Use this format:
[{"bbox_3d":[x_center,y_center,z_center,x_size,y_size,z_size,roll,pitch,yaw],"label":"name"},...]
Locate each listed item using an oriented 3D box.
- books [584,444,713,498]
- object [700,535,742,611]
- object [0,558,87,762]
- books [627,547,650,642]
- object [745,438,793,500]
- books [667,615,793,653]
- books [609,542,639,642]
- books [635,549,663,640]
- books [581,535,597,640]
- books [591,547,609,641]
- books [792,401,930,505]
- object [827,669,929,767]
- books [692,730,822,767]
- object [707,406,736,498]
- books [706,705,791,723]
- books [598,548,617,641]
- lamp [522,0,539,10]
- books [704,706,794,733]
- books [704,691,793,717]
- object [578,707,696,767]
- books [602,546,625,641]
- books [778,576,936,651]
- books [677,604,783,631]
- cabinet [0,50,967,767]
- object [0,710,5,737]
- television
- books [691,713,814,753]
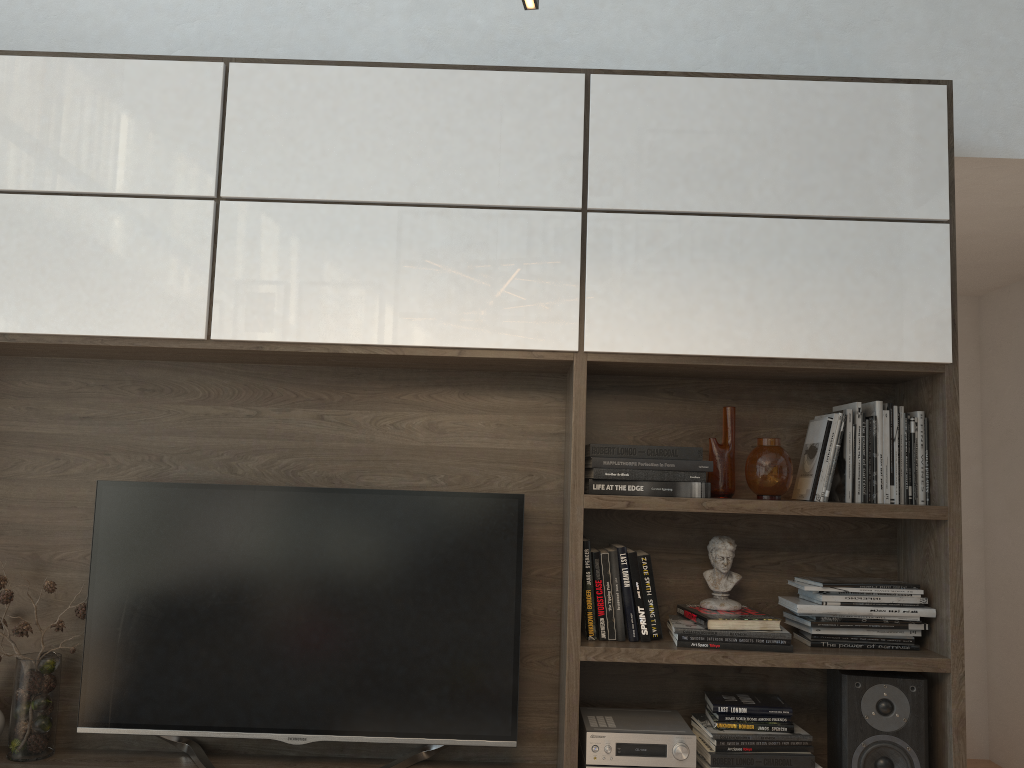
[{"bbox_3d":[0.369,0.249,2.534,0.343,0.137,0.277,2,-6,-5],"label":"books"},{"bbox_3d":[0.602,0.540,2.556,0.117,0.207,0.116,-3,-8,40],"label":"object"},{"bbox_3d":[-1.448,0.739,2.441,0.317,0.598,0.542,-2,-7,36],"label":"object"},{"bbox_3d":[0.344,0.587,2.495,0.066,0.242,0.177,2,-6,0],"label":"books"},{"bbox_3d":[0.722,0.239,2.491,0.130,0.171,0.130,-3,-8,39],"label":"object"},{"bbox_3d":[0.592,0.688,2.451,0.310,0.047,0.250,1,-6,5],"label":"books"},{"bbox_3d":[0.315,0.581,2.503,0.066,0.255,0.193,2,-6,0],"label":"books"},{"bbox_3d":[0.378,0.595,2.526,0.077,0.233,0.179,2,-6,0],"label":"books"},{"bbox_3d":[0.208,0.571,2.511,0.053,0.268,0.202,2,-6,0],"label":"books"},{"bbox_3d":[0.239,0.587,2.506,0.053,0.240,0.189,2,-6,0],"label":"books"},{"bbox_3d":[0.991,0.198,2.554,0.332,0.287,0.201,2,-6,0],"label":"books"},{"bbox_3d":[0.998,0.951,2.432,0.214,0.331,0.244,1,-6,10],"label":"object"},{"bbox_3d":[0.660,1.046,2.430,0.307,0.123,0.248,2,-6,-5],"label":"books"},{"bbox_3d":[0.610,0.197,2.582,0.082,0.265,0.081,-1,-6,21],"label":"object"},{"bbox_3d":[0.656,0.915,2.473,0.198,0.015,0.142,2,-6,-2],"label":"books"},{"bbox_3d":[0.263,0.588,2.499,0.049,0.236,0.170,2,-6,1],"label":"books"},{"bbox_3d":[-0.016,-2.357,1.079,0.831,3.645,1.200,1,-6,10],"label":"lamp"},{"bbox_3d":[0.656,0.934,2.468,0.213,0.023,0.161,1,-6,3],"label":"books"},{"bbox_3d":[0.659,0.897,2.490,0.213,0.023,0.161,1,-6,3],"label":"books"},{"bbox_3d":[0.333,1.007,2.414,0.285,0.174,0.270,2,-6,0],"label":"object"},{"bbox_3d":[0.286,0.584,2.492,0.050,0.242,0.169,2,-6,0],"label":"books"},{"bbox_3d":[0.952,0.639,2.488,0.374,0.176,0.224,2,-6,0],"label":"books"},{"bbox_3d":[0.602,0.652,2.483,0.209,0.030,0.266,3,-6,-6],"label":"books"},{"bbox_3d":[-0.829,0.344,2.494,4.036,2.494,0.338,2,-6,0],"label":"cabinet"},{"bbox_3d":[-1.625,0.841,2.506,0.313,0.397,0.313,-4,-8,42],"label":"object"},{"bbox_3d":[-0.586,0.683,2.503,1.220,0.779,0.229,2,-6,0],"label":"television"},{"bbox_3d":[0.657,0.965,2.458,0.277,0.042,0.224,2,-6,-4],"label":"books"}]
